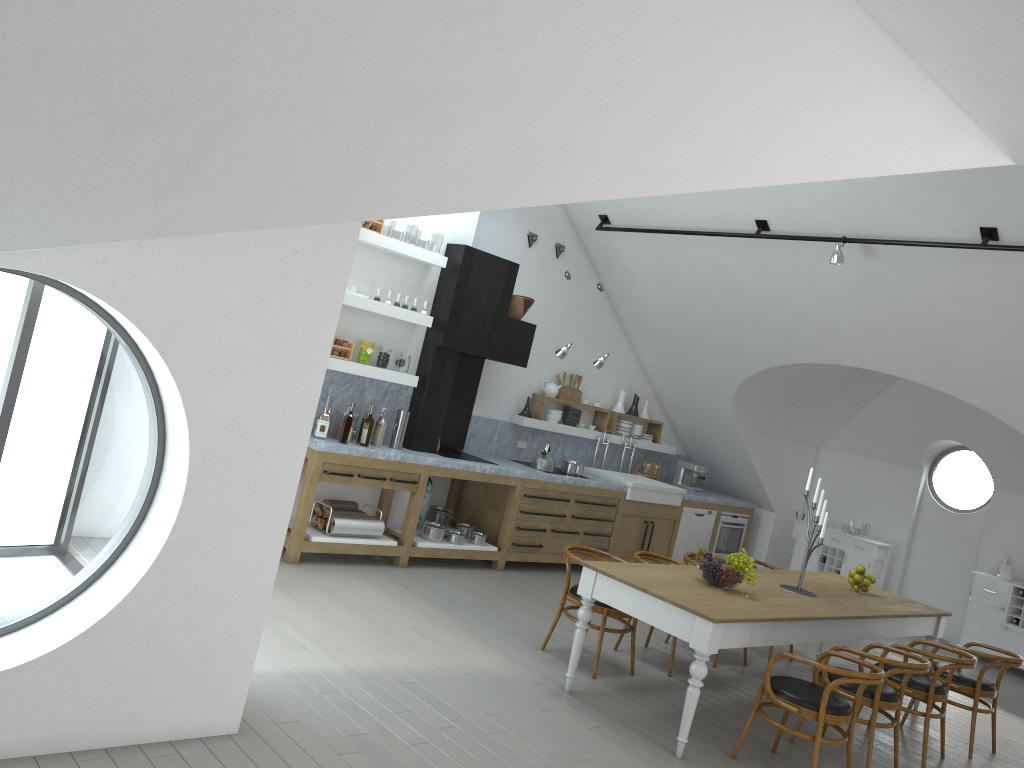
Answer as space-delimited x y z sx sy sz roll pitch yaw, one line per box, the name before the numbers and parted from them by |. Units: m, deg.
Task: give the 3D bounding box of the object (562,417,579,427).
object | 0.647 0.431 9.916 0.206 0.072 0.205 14 0 35

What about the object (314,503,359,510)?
object | -1.477 1.053 7.493 0.071 0.073 0.421 13 0 45

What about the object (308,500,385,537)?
object | -1.386 1.124 7.408 0.430 0.231 0.525 14 0 45

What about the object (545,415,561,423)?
object | 0.445 0.388 9.725 0.181 0.064 0.181 13 0 -20

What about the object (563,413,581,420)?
object | 0.666 0.379 9.915 0.205 0.086 0.205 13 0 0

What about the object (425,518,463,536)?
object | -0.696 1.344 8.306 0.509 0.052 0.262 14 0 24

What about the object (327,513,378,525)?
object | -1.311 1.122 7.306 0.092 0.093 0.435 13 0 45

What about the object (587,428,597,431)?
object | 0.913 0.526 10.205 0.163 0.012 0.164 13 0 -25

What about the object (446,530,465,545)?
object | -0.551 1.382 8.083 0.261 0.113 0.153 14 0 37

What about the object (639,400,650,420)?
object | 1.627 0.310 10.812 0.156 0.218 0.155 13 -1 29

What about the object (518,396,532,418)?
object | 0.163 0.241 9.469 0.156 0.218 0.155 13 -1 29

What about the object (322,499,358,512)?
object | -1.428 1.018 7.364 0.104 0.102 0.291 13 0 45

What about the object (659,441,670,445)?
object | 1.875 0.738 11.101 0.214 0.025 0.212 14 0 35

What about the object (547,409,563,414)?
object | 0.464 0.316 9.729 0.180 0.076 0.181 13 0 -5

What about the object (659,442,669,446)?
object | 1.873 0.747 11.100 0.214 0.025 0.212 14 0 35

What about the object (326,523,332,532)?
object | -1.350 1.194 7.336 0.067 0.067 0.421 13 0 45

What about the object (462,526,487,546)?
object | -0.349 1.429 8.303 0.153 0.113 0.261 14 0 -43

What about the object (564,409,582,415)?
object | 0.673 0.333 9.925 0.205 0.084 0.206 13 0 -15

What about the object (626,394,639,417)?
object | 1.479 0.250 10.654 0.155 0.268 0.156 14 -1 -38

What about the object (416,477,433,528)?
object | -0.885 1.099 8.391 0.231 0.498 0.231 13 -1 -1

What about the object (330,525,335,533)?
object | -1.295 1.206 7.278 0.067 0.067 0.421 13 0 45

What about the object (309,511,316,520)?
object | -1.523 1.133 7.504 0.092 0.092 0.435 13 0 45

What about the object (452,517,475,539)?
object | -0.471 1.390 8.510 0.181 0.134 0.309 14 0 -18

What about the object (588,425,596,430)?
object | 0.918 0.503 10.205 0.099 0.049 0.098 14 0 45

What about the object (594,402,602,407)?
object | 0.985 0.244 10.216 0.099 0.049 0.098 14 0 45

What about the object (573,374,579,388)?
object | 0.688 0.041 9.914 0.057 0.299 0.019 15 -2 -43

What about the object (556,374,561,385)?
object | 0.537 0.023 9.798 0.198 0.259 0.016 14 -1 -32

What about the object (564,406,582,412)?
object | 0.677 0.305 9.926 0.205 0.080 0.206 13 0 -40

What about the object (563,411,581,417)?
object | 0.667 0.357 9.920 0.206 0.072 0.205 14 0 35

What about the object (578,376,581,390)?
object | 0.746 0.055 9.998 0.057 0.294 0.030 15 -2 -43

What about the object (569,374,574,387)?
object | 0.651 0.032 9.906 0.040 0.299 0.061 12 -2 45

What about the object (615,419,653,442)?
object | 1.477 0.562 10.692 0.654 0.196 0.198 13 0 -43

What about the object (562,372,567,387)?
object | 0.565 0.011 9.825 0.055 0.299 0.028 15 -2 -43

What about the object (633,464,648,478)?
object | 1.574 1.070 10.832 0.172 0.171 0.100 14 -1 -41

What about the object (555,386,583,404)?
object | 0.638 0.110 9.896 0.352 0.158 0.084 13 -1 -43

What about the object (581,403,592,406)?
object | 0.827 0.231 10.070 0.163 0.012 0.164 13 0 -25

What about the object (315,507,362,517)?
object | -1.443 1.086 7.424 0.115 0.079 0.433 13 0 45

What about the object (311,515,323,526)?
object | -1.468 1.154 7.438 0.091 0.089 0.453 13 0 45

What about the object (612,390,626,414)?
object | 1.289 0.206 10.478 0.156 0.268 0.155 13 -1 36

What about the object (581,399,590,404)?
object | 0.832 0.208 10.071 0.099 0.049 0.098 14 0 45

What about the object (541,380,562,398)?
object | 0.424 0.055 9.681 0.174 0.169 0.167 13 0 31

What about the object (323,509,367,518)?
object | -1.378 1.090 7.344 0.101 0.087 0.361 13 0 45

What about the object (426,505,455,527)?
object | -0.798 1.280 8.723 0.455 0.197 0.268 13 0 -8

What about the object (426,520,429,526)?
object | -0.712 1.295 7.923 0.189 0.152 0.052 14 -1 -43

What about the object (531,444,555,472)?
object | 0.337 0.738 9.021 0.245 0.268 0.247 14 -1 -33

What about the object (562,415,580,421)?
object | 0.653 0.405 9.917 0.205 0.086 0.205 13 0 -5

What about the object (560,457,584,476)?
object | 0.660 0.880 9.348 0.233 0.170 0.393 13 0 27

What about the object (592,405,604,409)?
object | 0.980 0.266 10.215 0.163 0.012 0.164 13 0 -25

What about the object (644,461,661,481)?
object | 1.732 1.080 10.991 0.199 0.223 0.104 14 -1 -43

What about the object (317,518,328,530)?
object | -1.398 1.172 7.392 0.094 0.084 0.477 13 0 45

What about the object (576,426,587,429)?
object | 0.775 0.494 10.075 0.163 0.012 0.164 13 0 -25

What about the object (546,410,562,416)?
object | 0.457 0.344 9.727 0.180 0.069 0.181 13 0 -25

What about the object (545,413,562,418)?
object | 0.449 0.366 9.725 0.181 0.065 0.181 13 0 -5

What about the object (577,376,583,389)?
object | 0.732 0.052 9.959 0.067 0.298 0.039 15 -2 -43

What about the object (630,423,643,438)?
object | 1.494 0.564 10.675 0.157 0.160 0.154 14 0 -15

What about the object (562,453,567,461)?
object | 0.587 0.836 9.319 0.236 0.167 0.051 13 -1 42

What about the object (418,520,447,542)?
object | -0.767 1.310 8.022 0.380 0.164 0.222 14 0 37

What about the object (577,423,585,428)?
object | 0.781 0.472 10.075 0.099 0.049 0.098 14 0 45

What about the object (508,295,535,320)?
object | 0.017 -0.739 8.563 0.347 0.237 0.367 14 0 -25

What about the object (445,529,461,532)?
object | -0.576 1.369 8.279 0.246 0.045 0.041 13 0 -44
